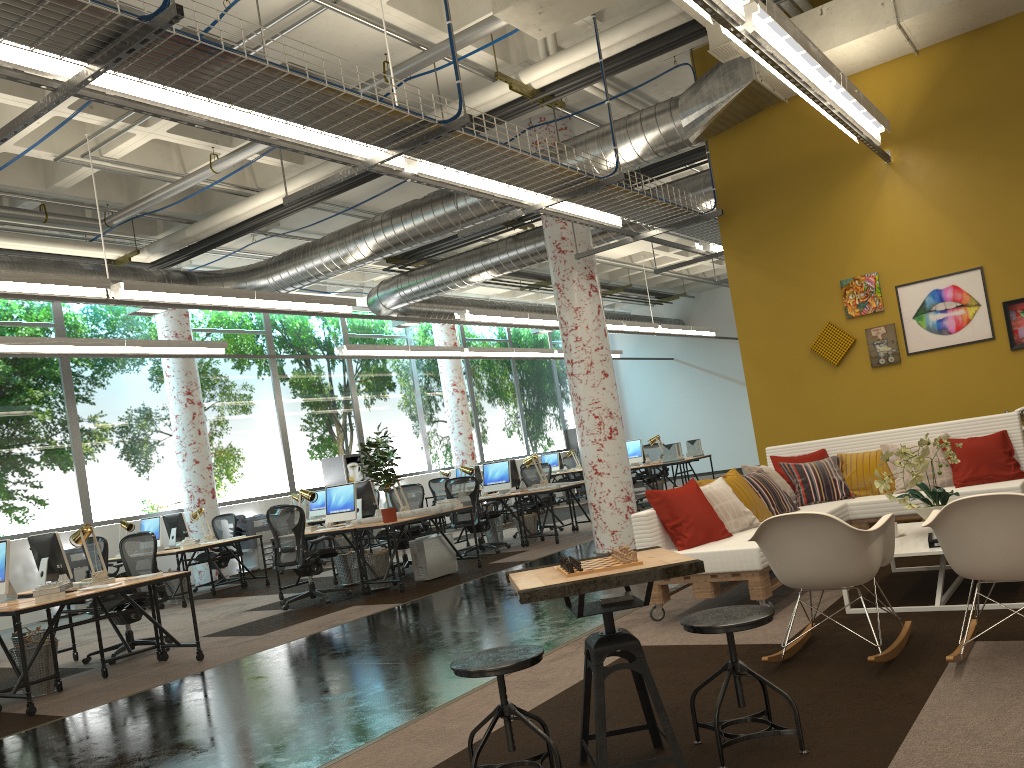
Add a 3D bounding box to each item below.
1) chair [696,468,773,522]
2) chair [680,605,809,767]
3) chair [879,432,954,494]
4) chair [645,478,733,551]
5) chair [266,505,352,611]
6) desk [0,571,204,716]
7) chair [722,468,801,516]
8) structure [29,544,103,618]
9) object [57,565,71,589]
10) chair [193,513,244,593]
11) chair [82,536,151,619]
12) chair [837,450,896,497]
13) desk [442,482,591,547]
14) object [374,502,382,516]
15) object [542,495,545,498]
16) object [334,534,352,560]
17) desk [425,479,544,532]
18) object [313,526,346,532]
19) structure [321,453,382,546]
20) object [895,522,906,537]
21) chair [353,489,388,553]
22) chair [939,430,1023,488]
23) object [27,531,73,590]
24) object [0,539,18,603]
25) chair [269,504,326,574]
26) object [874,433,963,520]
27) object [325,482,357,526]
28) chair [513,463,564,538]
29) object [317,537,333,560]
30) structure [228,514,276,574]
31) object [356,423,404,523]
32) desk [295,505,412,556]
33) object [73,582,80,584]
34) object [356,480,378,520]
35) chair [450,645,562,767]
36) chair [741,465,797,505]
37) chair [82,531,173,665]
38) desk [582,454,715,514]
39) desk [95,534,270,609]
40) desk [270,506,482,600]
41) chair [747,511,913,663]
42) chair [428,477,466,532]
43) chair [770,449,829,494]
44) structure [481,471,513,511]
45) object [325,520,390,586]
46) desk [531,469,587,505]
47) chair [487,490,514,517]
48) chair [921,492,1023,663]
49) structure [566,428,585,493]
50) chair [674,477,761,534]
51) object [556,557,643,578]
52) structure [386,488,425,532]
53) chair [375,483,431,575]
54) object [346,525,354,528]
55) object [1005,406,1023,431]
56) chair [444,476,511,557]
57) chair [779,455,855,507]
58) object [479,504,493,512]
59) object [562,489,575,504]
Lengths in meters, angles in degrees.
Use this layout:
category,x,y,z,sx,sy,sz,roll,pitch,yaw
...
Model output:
category,x,y,z,sx,sy,sz,roll,pitch,yaw
chair,1.650,0.854,6.566,0.545,0.437,0.318,-6,-4,-43
chair,0.839,1.104,3.290,0.346,0.496,0.339,-9,-3,-6
chair,3.240,0.634,7.003,0.527,0.427,0.312,-10,-3,13
chair,1.165,0.870,5.893,0.532,0.443,0.303,-6,-4,-39
chair,-2.255,1.827,9.579,0.772,1.083,0.792,-10,-3,18
desk,-3.695,2.046,7.096,1.950,0.722,1.398,-12,-5,35
chair,1.955,0.866,6.893,0.521,0.407,0.343,-6,-4,-39
structure,-6.316,2.799,12.843,0.505,1.055,1.055,-11,-4,34
object,-3.704,1.593,7.308,0.101,0.209,0.102,-9,-2,-10
chair,-4.416,2.521,13.328,0.772,1.083,0.792,-10,-3,18
chair,-5.297,2.525,11.732,0.772,1.083,0.792,-10,-3,18
chair,2.921,0.737,7.244,0.523,0.380,0.366,-11,-4,31
desk,0.161,1.920,12.832,1.950,0.722,1.398,-12,-5,35
object,-1.577,1.499,10.435,0.101,0.209,0.102,-9,-2,-10
object,0.835,2.706,21.464,0.360,0.434,0.352,-11,-4,31
object,-2.787,2.699,14.638,0.360,0.434,0.352,-11,-4,31
desk,-0.571,2.503,18.211,1.950,0.722,1.398,-12,-5,35
object,-2.037,1.625,9.924,0.441,0.017,0.118,-13,-6,35
structure,-3.149,2.312,17.517,0.641,1.807,0.748,-11,-3,35
object,2.410,0.925,5.623,0.160,0.090,0.161,-7,-5,-31
chair,-2.641,2.457,15.891,0.772,1.083,0.792,-10,-3,18
chair,3.597,0.576,6.772,0.520,0.394,0.335,-10,-3,12
object,-3.965,1.517,7.555,0.486,0.484,0.189,-12,-3,35
object,-4.054,1.481,6.972,0.486,0.484,0.189,-12,-3,35
chair,-3.523,2.461,14.296,0.772,1.083,0.792,-10,-3,18
object,2.570,0.618,5.461,0.786,0.614,0.420,-6,-4,-43
object,-1.927,1.386,10.099,0.486,0.484,0.189,-12,-3,35
chair,0.355,1.791,13.783,0.772,1.083,0.792,-10,-3,18
object,-3.276,2.855,15.529,0.352,0.434,0.370,-8,-3,-20
structure,-4.478,2.733,15.501,0.505,1.055,1.055,-11,-4,34
object,-1.402,0.944,9.430,0.515,1.075,0.438,-10,-3,25
desk,-2.835,2.585,14.941,1.950,0.722,1.398,-12,-5,35
object,-3.781,1.737,7.715,0.441,0.017,0.118,-13,-6,35
object,-1.838,1.422,10.682,0.486,0.484,0.189,-12,-3,35
chair,-0.015,1.235,3.211,0.346,0.496,0.339,-9,-3,-6
chair,2.128,0.841,7.272,0.336,0.437,0.544,-12,-4,40
chair,-3.501,1.917,8.047,0.772,1.083,0.792,-10,-3,18
desk,2.501,1.820,16.041,1.950,0.722,1.398,-12,-5,35
desk,-4.610,2.650,12.377,1.950,0.722,1.398,-12,-5,35
desk,-1.568,1.951,10.224,1.950,0.723,1.398,-12,-5,35
chair,1.554,0.954,4.342,0.617,0.752,0.792,-11,-4,34
chair,-1.258,2.379,17.566,0.772,1.083,0.792,-10,-3,18
chair,2.527,0.792,7.604,0.535,0.436,0.287,-10,-3,7
structure,-0.369,2.584,21.437,0.505,1.055,1.055,-11,-4,34
object,-1.769,1.871,10.139,0.852,0.931,0.104,-11,-3,30
desk,1.274,2.436,20.877,1.950,0.722,1.398,-12,-5,35
chair,-0.377,2.374,19.162,0.772,1.083,0.792,-10,-3,18
chair,2.196,0.811,3.888,0.617,0.752,0.792,-11,-4,34
structure,2.153,2.119,25.176,0.641,1.807,0.748,-11,-3,35
chair,1.461,0.874,6.236,0.523,0.400,0.333,-6,-4,-36
object,0.315,0.664,3.239,0.273,0.012,0.274,-9,-5,-5
structure,-2.214,2.651,18.772,0.505,1.055,1.055,-11,-4,34
chair,-1.374,1.823,11.174,0.772,1.083,0.792,-10,-3,18
object,-1.777,1.560,9.731,0.060,0.029,0.106,-12,-6,35
object,4.619,0.535,6.956,1.745,1.038,0.400,-13,-4,41
chair,-0.526,1.796,12.188,0.772,1.083,0.792,-10,-3,18
chair,2.526,0.806,7.307,0.517,0.391,0.358,-9,-3,4
object,-1.576,2.693,16.812,0.368,0.436,3.400,-12,-6,44
object,1.322,2.550,20.574,0.360,0.434,0.352,-11,-4,31
